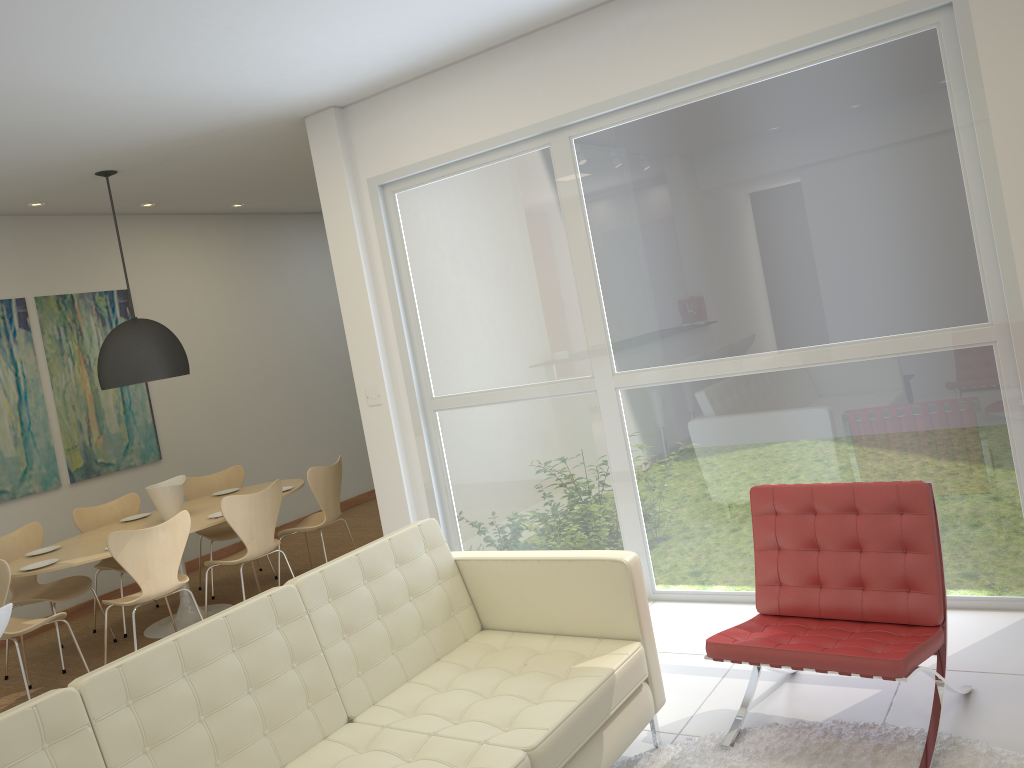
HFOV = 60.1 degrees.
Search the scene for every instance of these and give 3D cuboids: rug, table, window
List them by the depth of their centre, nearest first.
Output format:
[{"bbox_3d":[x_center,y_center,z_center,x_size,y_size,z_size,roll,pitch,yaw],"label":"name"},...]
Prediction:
[{"bbox_3d":[0.429,1.492,1.778,2.432,0.004,3.350,-8,5,35],"label":"rug"},{"bbox_3d":[0.765,-0.164,4.715,3.417,2.711,0.122,-9,2,34],"label":"window"},{"bbox_3d":[-2.337,1.312,6.228,1.274,0.728,2.277,-8,5,35],"label":"table"}]

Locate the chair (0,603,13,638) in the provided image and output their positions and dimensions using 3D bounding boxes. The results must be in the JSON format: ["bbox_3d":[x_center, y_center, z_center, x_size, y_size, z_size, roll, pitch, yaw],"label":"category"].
[{"bbox_3d":[-1.896,1.317,3.065,0.463,1.020,0.459,-10,2,20],"label":"chair"}]

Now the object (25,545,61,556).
[{"bbox_3d":[-3.088,1.103,5.831,0.211,0.015,0.209,-13,5,-34],"label":"object"}]

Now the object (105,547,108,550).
[{"bbox_3d":[-2.416,1.002,5.502,0.211,0.015,0.210,-13,5,-30],"label":"object"}]

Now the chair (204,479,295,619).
[{"bbox_3d":[-1.768,1.142,5.906,0.513,0.906,0.524,-9,2,34],"label":"chair"}]

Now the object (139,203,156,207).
[{"bbox_3d":[-3.105,-1.526,7.542,0.129,0.010,0.129,-11,4,-11],"label":"object"}]

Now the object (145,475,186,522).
[{"bbox_3d":[-2.411,0.814,6.221,0.272,0.279,0.260,-12,3,-21],"label":"object"}]

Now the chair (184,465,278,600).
[{"bbox_3d":[-2.270,1.151,7.044,0.524,0.906,0.514,-12,2,-32],"label":"chair"}]

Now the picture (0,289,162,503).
[{"bbox_3d":[-3.653,0.059,6.957,0.020,1.505,1.750,-10,3,34],"label":"picture"}]

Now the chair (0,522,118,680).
[{"bbox_3d":[-3.080,1.390,5.858,0.514,0.906,0.523,-10,2,13],"label":"chair"}]

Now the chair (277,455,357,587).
[{"bbox_3d":[-1.456,1.037,6.539,0.514,0.906,0.523,-10,2,17],"label":"chair"}]

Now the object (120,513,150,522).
[{"bbox_3d":[-2.793,0.993,6.565,0.211,0.015,0.209,-14,5,-38],"label":"object"}]

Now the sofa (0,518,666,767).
[{"bbox_3d":[-0.567,1.153,2.504,0.996,0.921,2.582,-9,4,34],"label":"sofa"}]

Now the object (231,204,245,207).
[{"bbox_3d":[-2.584,-1.682,8.338,0.129,0.010,0.129,-11,4,-11],"label":"object"}]

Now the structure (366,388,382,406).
[{"bbox_3d":[-0.882,0.082,5.643,0.113,0.104,0.013,-9,2,34],"label":"structure"}]

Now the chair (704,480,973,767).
[{"bbox_3d":[1.166,0.834,3.249,0.697,0.816,0.711,-9,3,39],"label":"chair"}]

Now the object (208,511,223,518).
[{"bbox_3d":[-1.949,0.879,5.989,0.211,0.015,0.210,-11,4,-10],"label":"object"}]

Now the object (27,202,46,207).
[{"bbox_3d":[-3.625,-1.369,6.747,0.129,0.010,0.129,-11,4,-11],"label":"object"}]

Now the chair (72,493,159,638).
[{"bbox_3d":[-2.795,1.292,6.460,0.513,0.906,0.524,-9,2,38],"label":"chair"}]

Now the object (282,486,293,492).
[{"bbox_3d":[-1.734,0.794,6.586,0.210,0.015,0.210,-11,4,-1],"label":"object"}]

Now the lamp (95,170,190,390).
[{"bbox_3d":[-2.702,-0.746,6.203,0.591,1.492,0.598,-10,2,36],"label":"lamp"}]

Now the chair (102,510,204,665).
[{"bbox_3d":[-2.181,1.262,5.325,0.513,0.906,0.524,-9,2,41],"label":"chair"}]

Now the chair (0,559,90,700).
[{"bbox_3d":[-2.860,1.408,5.074,0.520,0.906,0.518,-10,2,18],"label":"chair"}]

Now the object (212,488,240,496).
[{"bbox_3d":[-2.272,0.861,7.036,0.210,0.015,0.211,-10,4,12],"label":"object"}]

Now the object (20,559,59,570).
[{"bbox_3d":[-2.852,1.095,5.344,0.211,0.015,0.209,-13,5,-34],"label":"object"}]
